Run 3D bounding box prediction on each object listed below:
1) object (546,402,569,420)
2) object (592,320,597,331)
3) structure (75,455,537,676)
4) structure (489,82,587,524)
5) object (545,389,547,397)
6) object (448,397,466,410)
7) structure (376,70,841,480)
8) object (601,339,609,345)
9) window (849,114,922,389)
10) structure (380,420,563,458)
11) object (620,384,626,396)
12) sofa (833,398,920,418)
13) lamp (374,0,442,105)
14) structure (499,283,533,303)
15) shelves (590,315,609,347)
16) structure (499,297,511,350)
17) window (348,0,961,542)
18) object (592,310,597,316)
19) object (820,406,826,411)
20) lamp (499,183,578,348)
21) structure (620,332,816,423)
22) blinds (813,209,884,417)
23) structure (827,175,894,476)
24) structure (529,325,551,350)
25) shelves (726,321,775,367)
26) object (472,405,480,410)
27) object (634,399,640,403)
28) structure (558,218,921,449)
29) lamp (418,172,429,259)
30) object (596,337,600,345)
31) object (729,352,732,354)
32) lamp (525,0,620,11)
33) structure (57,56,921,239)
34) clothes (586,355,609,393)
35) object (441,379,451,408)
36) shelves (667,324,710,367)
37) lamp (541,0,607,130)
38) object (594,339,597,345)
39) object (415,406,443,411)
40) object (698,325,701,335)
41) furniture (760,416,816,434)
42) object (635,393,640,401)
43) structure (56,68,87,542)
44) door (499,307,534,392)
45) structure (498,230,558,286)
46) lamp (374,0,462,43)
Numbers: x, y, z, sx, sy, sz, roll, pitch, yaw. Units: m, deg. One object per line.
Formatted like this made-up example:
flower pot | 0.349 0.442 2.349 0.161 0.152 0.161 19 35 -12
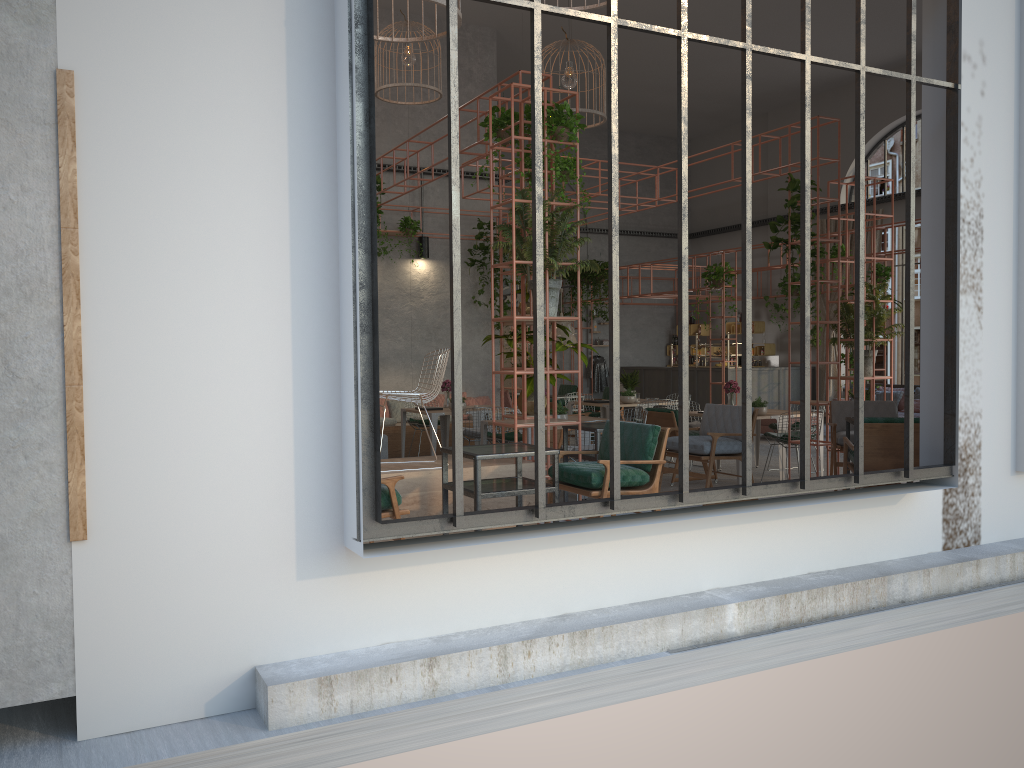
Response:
object | 0.493 0.325 9.770 0.247 0.247 0.252 -2 2 -27
object | 2.088 -1.506 22.548 0.136 0.336 0.145 -1 2 -13
structure | -2.450 0.611 8.630 3.396 1.111 9.152 -2 2 -27
structure | 0.319 -0.618 7.288 0.748 3.623 0.722 -2 2 -27
object | 0.317 0.217 10.471 0.213 0.414 0.225 -2 3 -35
object | -0.752 0.249 12.203 0.248 0.247 0.254 -2 2 -27
structure | -1.371 -1.246 14.569 4.501 4.345 14.096 -2 2 -28
object | 2.396 -1.066 22.723 0.219 0.149 0.129 -2 2 -27
window | 8.373 -2.648 17.693 0.089 5.538 4.127 -2 2 -27
structure | -2.273 0.805 17.016 4.386 0.500 5.831 -2 2 -27
object | 1.793 0.122 14.246 0.241 0.313 0.241 0 2 18
sofa | 6.883 0.640 16.588 1.960 0.672 2.219 -2 2 -27
lamp | -1.375 -5.522 11.579 0.883 3.476 0.883 0 2 25
structure | 0.208 -2.221 21.670 1.312 0.505 0.063 -2 2 -27
shelves | 2.261 -1.349 22.627 0.560 0.790 0.186 -2 2 -27
structure | -0.444 -1.593 21.416 0.921 1.527 0.950 0 2 6
window | 1.113 -2.097 4.878 4.126 5.544 0.089 -2 2 -27
object | 2.082 -1.809 22.527 0.133 0.145 0.133 0 2 25
object | 5.942 0.497 16.941 0.199 0.145 0.156 -1 2 -12
lamp | 0.116 -2.756 18.476 0.704 4.052 4.456 -2 2 -27
structure | 4.822 -0.194 21.270 2.579 2.022 4.057 -2 2 -27
blinds | 7.865 -1.401 17.602 0.414 4.389 4.957 -2 2 -26
structure | 4.070 -0.571 10.375 0.624 3.602 0.424 -2 2 -27
structure | 0.713 -1.608 22.056 0.950 1.527 0.921 -2 2 -29
shelves | 5.543 -0.564 21.184 0.328 1.838 1.750 -2 2 -27
object | -0.507 0.323 12.507 0.115 0.078 0.115 -1 2 -21
object | 1.927 0.251 13.750 0.115 0.078 0.115 -1 2 -21
structure | 6.080 -0.842 16.607 4.157 4.247 14.689 -2 2 -27
lamp | -1.488 -2.824 14.843 0.179 1.425 0.185 -2 2 -27
object | 2.205 -1.093 22.624 0.081 0.204 0.081 -2 2 -27
object | 4.759 -0.686 19.446 0.152 0.058 0.095 -2 3 -37
lamp | 0.440 -4.724 6.656 0.883 3.476 0.883 0 2 25
structure | 1.497 -3.559 13.858 15.603 0.110 15.203 -2 2 -27
clothes | 2.218 -0.233 22.641 0.366 0.997 0.625 1 3 43
object | -0.932 0.141 12.910 0.213 0.414 0.225 -2 3 -35
shelves | 4.668 -0.617 22.892 0.328 1.838 1.750 -2 2 -27
lamp | 0.665 -4.868 10.505 0.883 3.476 0.883 0 2 25
object | 2.133 -1.065 22.579 0.063 0.151 0.063 -2 3 -41
object | -1.177 0.347 12.567 0.268 0.031 0.427 -2 2 -27
object | 4.799 -1.375 22.575 0.137 0.261 0.137 0 2 9
furniture | 4.997 0.777 16.359 0.941 0.446 0.976 -2 2 -27
object | 2.005 0.205 14.207 0.095 0.119 0.095 -1 2 -3
structure | -4.083 -0.402 8.097 0.132 2.103 9.782 -2 2 -27
door | -0.077 -0.554 22.384 1.360 2.729 0.551 -2 2 -27
structure | 0.252 -3.055 21.546 1.939 1.514 0.856 -2 3 -33
lamp | -0.809 -4.255 6.089 0.883 3.476 0.883 0 2 25
